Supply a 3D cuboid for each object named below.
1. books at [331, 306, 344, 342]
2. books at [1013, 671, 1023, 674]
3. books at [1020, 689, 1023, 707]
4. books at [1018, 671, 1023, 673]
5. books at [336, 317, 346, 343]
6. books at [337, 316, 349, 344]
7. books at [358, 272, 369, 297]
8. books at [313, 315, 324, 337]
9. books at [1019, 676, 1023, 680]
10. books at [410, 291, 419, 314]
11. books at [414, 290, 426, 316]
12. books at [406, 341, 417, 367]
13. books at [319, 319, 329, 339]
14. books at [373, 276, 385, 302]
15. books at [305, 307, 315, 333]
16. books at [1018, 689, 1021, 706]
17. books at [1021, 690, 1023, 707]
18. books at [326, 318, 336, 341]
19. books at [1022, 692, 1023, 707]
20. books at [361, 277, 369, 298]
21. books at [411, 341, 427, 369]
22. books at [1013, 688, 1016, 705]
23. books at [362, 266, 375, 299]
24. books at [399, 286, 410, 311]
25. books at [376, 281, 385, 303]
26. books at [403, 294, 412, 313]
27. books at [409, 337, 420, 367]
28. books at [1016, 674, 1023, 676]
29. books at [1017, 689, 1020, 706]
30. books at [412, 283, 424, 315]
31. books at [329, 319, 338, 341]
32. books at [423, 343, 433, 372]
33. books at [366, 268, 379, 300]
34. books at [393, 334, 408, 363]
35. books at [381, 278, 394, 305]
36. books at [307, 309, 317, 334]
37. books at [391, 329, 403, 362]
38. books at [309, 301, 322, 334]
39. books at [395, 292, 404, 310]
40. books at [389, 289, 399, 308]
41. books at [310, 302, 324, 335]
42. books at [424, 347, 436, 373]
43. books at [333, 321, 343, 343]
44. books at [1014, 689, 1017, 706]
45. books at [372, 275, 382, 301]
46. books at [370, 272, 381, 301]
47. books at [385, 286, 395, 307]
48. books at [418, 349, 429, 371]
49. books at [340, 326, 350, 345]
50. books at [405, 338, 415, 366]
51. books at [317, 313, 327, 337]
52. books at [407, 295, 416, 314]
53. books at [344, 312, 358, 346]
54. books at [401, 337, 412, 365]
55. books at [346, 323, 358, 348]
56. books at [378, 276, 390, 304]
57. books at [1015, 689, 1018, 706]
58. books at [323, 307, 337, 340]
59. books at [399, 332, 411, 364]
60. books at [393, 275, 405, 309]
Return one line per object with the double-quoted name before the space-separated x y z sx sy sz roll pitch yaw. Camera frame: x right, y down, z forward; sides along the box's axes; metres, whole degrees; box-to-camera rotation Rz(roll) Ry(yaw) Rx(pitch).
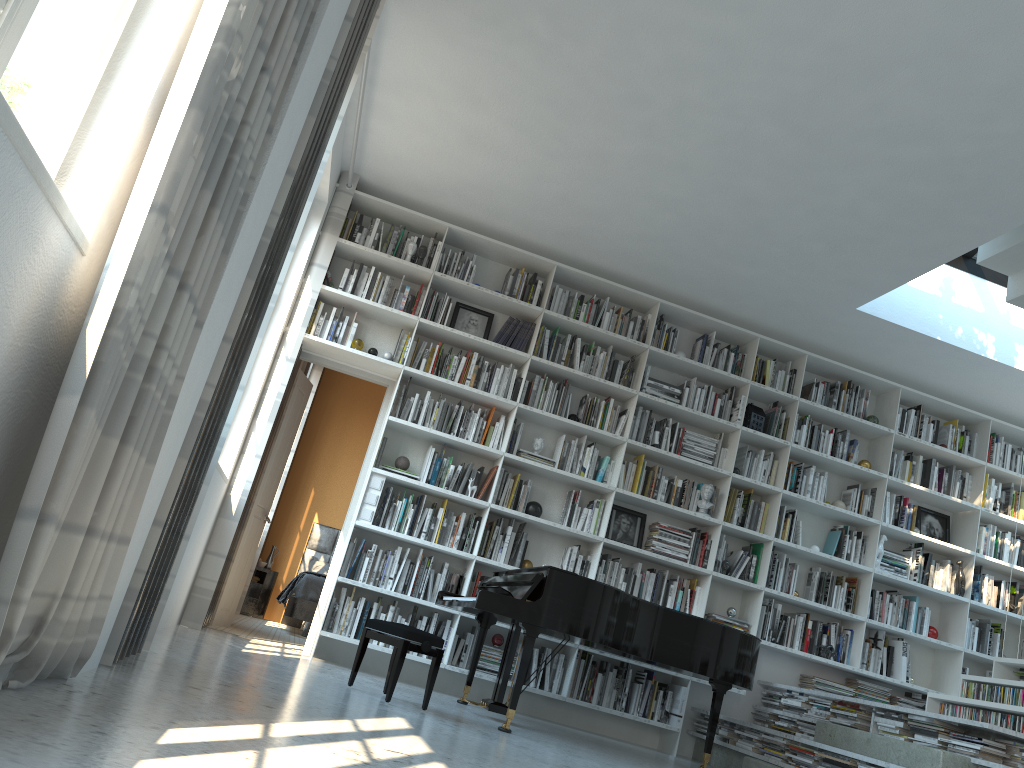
"books" -1.237 -0.384 6.242 0.013 0.296 0.187 18 -16 -9
"books" 3.458 1.931 5.845 0.198 0.006 0.189 19 -17 -13
"books" 3.134 1.928 5.369 0.125 0.125 0.013 18 -16 -9
"books" 3.479 1.929 5.851 0.161 0.012 0.195 19 -17 -12
"books" -1.217 -0.340 6.259 0.010 0.233 0.165 18 -16 -9
"books" -1.196 -0.342 6.238 0.021 0.236 0.189 18 -16 -9
"books" -1.082 -0.666 6.371 0.024 0.238 0.156 18 -16 -9
"books" -1.365 -0.370 6.230 0.029 0.196 0.161 18 -16 -9
"books" 3.475 1.960 5.843 0.140 0.022 0.181 20 -17 -15
"books" -0.725 -0.544 6.439 0.014 0.235 0.144 18 -16 -9
"books" -0.684 -0.547 6.453 0.037 0.268 0.113 18 -16 -9
"books" -0.733 -0.179 6.341 0.022 0.232 0.151 18 -16 -9
"books" -1.334 -0.348 6.251 0.029 0.184 0.135 18 -16 -9
"books" -0.970 -0.636 6.376 0.022 0.243 0.174 18 -16 -9
"books" -1.424 -0.408 6.214 0.013 0.227 0.179 18 -16 -9
"books" 3.131 1.931 5.382 0.125 0.125 0.016 18 -16 -9
"books" 3.136 1.926 5.360 0.125 0.125 0.009 18 -16 -9
"books" -1.284 -0.347 6.263 0.023 0.213 0.141 18 -16 -9
"books" 3.138 1.924 5.353 0.125 0.125 0.007 18 -16 -9
"books" -1.068 -0.649 6.360 0.010 0.208 0.165 18 -16 -9
"books" -0.681 -0.173 6.361 0.062 0.257 0.153 18 -16 -9
"books" 3.121 1.940 5.421 0.125 0.125 0.013 18 -16 -9
"books" -1.040 -0.684 6.357 0.021 0.285 0.179 18 -16 -9
"books" -0.790 -0.571 6.399 0.029 0.228 0.191 18 -16 -9
"books" -0.963 -0.619 6.405 0.011 0.230 0.135 18 -16 -9
"books" -0.774 -0.540 6.426 0.029 0.195 0.146 18 -16 -9
"books" -0.711 -0.190 6.340 0.012 0.262 0.180 18 -16 -9
"books" 3.473 1.944 5.846 0.160 0.009 0.208 19 -17 -13
"books" 3.128 1.934 5.393 0.125 0.125 0.009 18 -16 -9
"books" -0.701 -0.570 6.437 0.014 0.293 0.173 18 -16 -9
"books" -1.264 -0.342 6.244 0.011 0.205 0.163 18 -16 -9
"books" -0.620 -0.157 6.364 0.010 0.262 0.151 18 -16 -9
"books" -1.016 -0.673 6.382 0.037 0.291 0.156 18 -16 -9
"books" -0.811 -0.218 6.349 0.044 0.268 0.134 18 -16 -9
"books" -0.910 -0.621 6.385 0.030 0.250 0.166 18 -16 -9
"books" -1.413 -0.401 6.217 0.013 0.221 0.163 18 -16 -9
"books" -0.831 -0.239 6.327 0.012 0.284 0.160 18 -16 -9
"books" -1.395 -0.429 6.251 0.013 0.302 0.135 18 -16 -9
"books" -0.830 -0.554 6.408 0.031 0.182 0.151 18 -16 -9
"books" -0.869 -0.572 6.412 0.029 0.197 0.144 18 -16 -9
"books" -1.376 -0.418 6.230 0.023 0.281 0.171 18 -16 -9
"books" -0.604 -0.137 6.359 0.030 0.229 0.172 18 -16 -9
"books" -1.237 -0.327 6.244 0.024 0.192 0.181 18 -16 -9
"books" 3.123 1.938 5.412 0.125 0.125 0.009 18 -16 -9
"books" -0.985 -0.644 6.374 0.012 0.248 0.192 18 -16 -9
"books" -0.994 -0.656 6.375 0.013 0.268 0.162 18 -16 -9
"books" -0.892 -0.590 6.402 0.028 0.211 0.139 18 -16 -9
"books" -0.642 -0.135 6.337 0.026 0.194 0.176 18 -16 -9
"books" -1.187 -0.304 6.274 0.029 0.191 0.135 18 -16 -9
"books" -0.748 -0.192 6.350 0.012 0.253 0.161 18 -16 -9
"books" -1.342 -0.376 6.228 0.010 0.219 0.181 18 -16 -9
"books" -0.746 -0.532 6.416 0.026 0.187 0.154 18 -16 -9
"books" -1.149 -0.351 6.273 0.013 0.298 0.179 18 -16 -9
"books" -0.765 -0.196 6.301 0.021 0.224 0.232 18 -16 -9
"books" -1.138 -0.307 6.252 0.029 0.210 0.187 18 -16 -9
"books" -0.935 -0.634 6.382 0.025 0.260 0.167 18 -16 -9
"books" 3.126 1.936 5.403 0.125 0.125 0.011 18 -16 -9
"books" -1.293 -0.389 6.252 0.022 0.280 0.157 18 -16 -9
"books" -0.780 -0.221 6.341 0.010 0.285 0.137 18 -16 -9
"books" -0.831 -0.620 6.406 0.012 0.302 0.189 18 -16 -9
